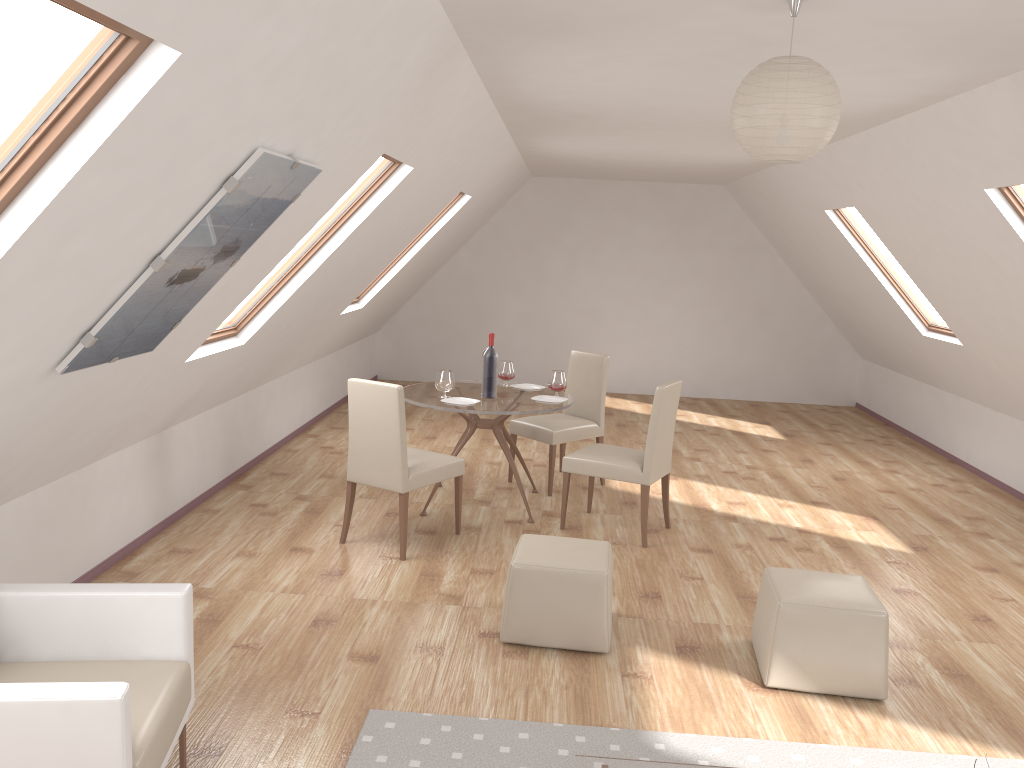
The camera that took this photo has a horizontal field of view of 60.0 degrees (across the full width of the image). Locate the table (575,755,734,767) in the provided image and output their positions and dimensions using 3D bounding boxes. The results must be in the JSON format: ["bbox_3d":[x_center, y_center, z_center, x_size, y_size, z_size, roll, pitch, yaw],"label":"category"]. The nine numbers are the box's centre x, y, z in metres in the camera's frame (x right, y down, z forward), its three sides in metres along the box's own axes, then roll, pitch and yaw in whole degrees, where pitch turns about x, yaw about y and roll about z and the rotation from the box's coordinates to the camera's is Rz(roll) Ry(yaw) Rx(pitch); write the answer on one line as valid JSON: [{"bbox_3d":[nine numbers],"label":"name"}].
[{"bbox_3d":[0.759,1.376,2.476,1.173,0.190,0.730,3,9,3],"label":"table"}]

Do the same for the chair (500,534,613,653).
[{"bbox_3d":[0.229,0.967,4.204,0.506,0.394,0.506,4,9,7],"label":"chair"}]

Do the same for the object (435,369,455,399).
[{"bbox_3d":[-0.441,0.000,5.844,0.136,0.183,0.136,8,10,29],"label":"object"}]

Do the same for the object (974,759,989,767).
[{"bbox_3d":[1.235,1.139,2.350,0.184,0.359,0.123,-6,13,-45],"label":"object"}]

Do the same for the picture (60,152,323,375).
[{"bbox_3d":[-1.101,-0.424,3.144,0.683,0.738,0.650,3,9,3],"label":"picture"}]

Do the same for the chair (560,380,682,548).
[{"bbox_3d":[0.703,0.450,5.682,0.618,0.999,0.477,8,10,27],"label":"chair"}]

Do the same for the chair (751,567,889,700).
[{"bbox_3d":[1.351,1.069,3.905,0.506,0.394,0.506,4,9,8],"label":"chair"}]

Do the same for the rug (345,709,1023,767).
[{"bbox_3d":[0.798,1.458,2.554,2.800,0.007,1.600,3,9,3],"label":"rug"}]

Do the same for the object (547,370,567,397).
[{"bbox_3d":[0.310,0.001,6.065,0.136,0.183,0.136,0,10,-18],"label":"object"}]

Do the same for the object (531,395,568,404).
[{"bbox_3d":[0.250,0.108,5.894,0.228,0.020,0.228,7,10,25],"label":"object"}]

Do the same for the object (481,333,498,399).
[{"bbox_3d":[-0.143,-0.121,5.882,0.109,0.435,0.109,3,9,-1],"label":"object"}]

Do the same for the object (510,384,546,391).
[{"bbox_3d":[0.111,0.027,6.352,0.228,0.020,0.228,-5,12,-41],"label":"object"}]

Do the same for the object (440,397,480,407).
[{"bbox_3d":[-0.328,0.117,5.662,0.228,0.020,0.228,8,10,29],"label":"object"}]

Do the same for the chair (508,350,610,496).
[{"bbox_3d":[0.369,0.269,6.712,0.618,0.999,0.477,-5,12,-42],"label":"chair"}]

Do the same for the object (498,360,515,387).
[{"bbox_3d":[-0.043,-0.076,6.435,0.136,0.183,0.136,0,10,-18],"label":"object"}]

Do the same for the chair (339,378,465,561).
[{"bbox_3d":[-0.646,0.447,5.293,0.477,0.999,0.618,8,11,30],"label":"chair"}]

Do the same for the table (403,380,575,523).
[{"bbox_3d":[-0.189,0.450,6.125,1.198,0.770,1.198,7,10,24],"label":"table"}]

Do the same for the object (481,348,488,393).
[{"bbox_3d":[-0.161,-0.089,6.040,0.086,0.322,0.096,-3,11,-33],"label":"object"}]

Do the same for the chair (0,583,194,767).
[{"bbox_3d":[-1.417,0.991,2.583,0.820,0.706,0.748,2,9,-7],"label":"chair"}]

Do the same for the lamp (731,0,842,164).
[{"bbox_3d":[0.879,-0.962,2.823,0.340,0.497,0.340,11,12,42],"label":"lamp"}]
